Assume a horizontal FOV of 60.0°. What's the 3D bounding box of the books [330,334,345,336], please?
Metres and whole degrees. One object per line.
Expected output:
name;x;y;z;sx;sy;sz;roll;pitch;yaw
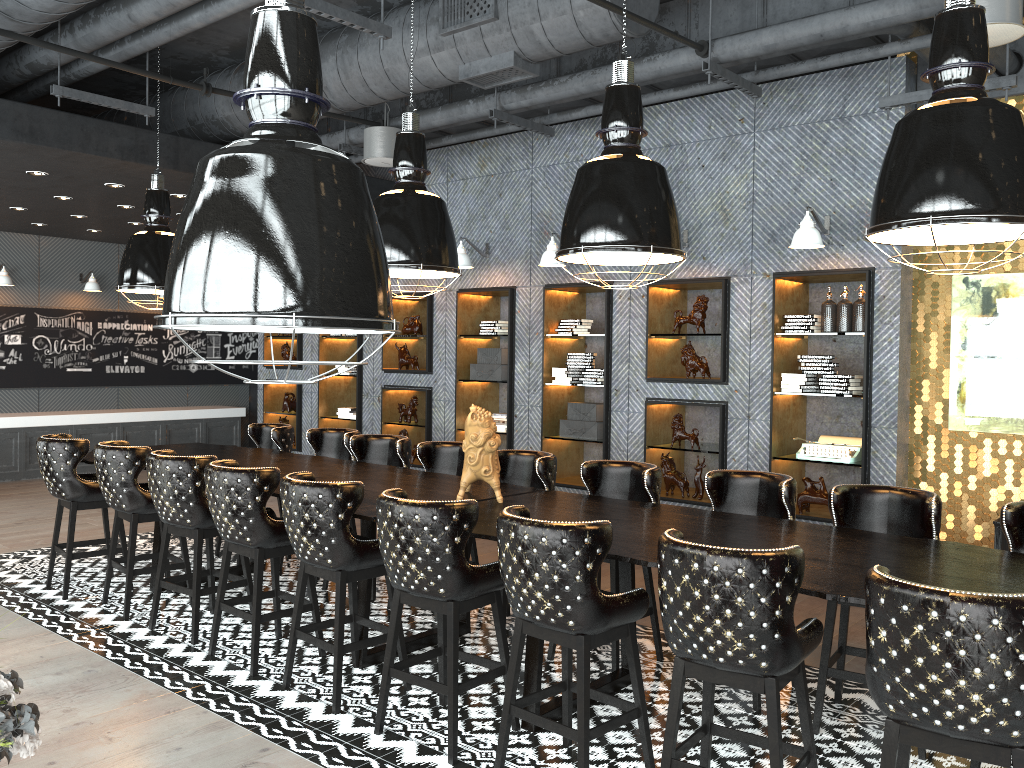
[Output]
books;-1.965;-0.571;10.295;0.245;0.028;0.193;3;3;44

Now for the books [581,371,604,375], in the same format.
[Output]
books;0.772;-0.098;8.005;0.245;0.028;0.193;2;2;30

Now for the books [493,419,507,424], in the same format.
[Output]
books;-0.087;0.365;8.663;0.197;0.023;0.248;0;2;-33

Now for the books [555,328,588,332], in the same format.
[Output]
books;0.545;-0.495;8.154;0.193;0.028;0.245;-1;2;-39

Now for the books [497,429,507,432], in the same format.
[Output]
books;-0.086;0.449;8.648;0.228;0.023;0.167;2;2;41

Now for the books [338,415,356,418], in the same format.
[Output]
books;-1.859;0.368;10.211;0.243;0.034;0.179;1;2;10

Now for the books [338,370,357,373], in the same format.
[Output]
books;-1.833;-0.147;10.134;0.245;0.028;0.193;-1;2;-41

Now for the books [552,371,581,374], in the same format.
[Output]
books;0.520;-0.106;8.125;0.245;0.028;0.193;-1;2;-37

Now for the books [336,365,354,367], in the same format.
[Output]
books;-1.871;-0.206;10.180;0.193;0.028;0.245;3;2;43

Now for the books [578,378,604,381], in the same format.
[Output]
books;0.750;-0.041;7.971;0.193;0.028;0.245;-1;2;-39

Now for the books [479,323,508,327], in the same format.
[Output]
books;-0.176;-0.582;8.808;0.193;0.028;0.245;-1;3;-44

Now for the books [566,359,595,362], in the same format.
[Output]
books;0.628;-0.216;8.106;0.245;0.028;0.193;1;2;10

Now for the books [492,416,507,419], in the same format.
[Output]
books;-0.077;0.322;8.653;0.206;0.020;0.197;2;2;42

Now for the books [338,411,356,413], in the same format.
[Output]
books;-1.862;0.315;10.231;0.175;0.024;0.243;2;2;32

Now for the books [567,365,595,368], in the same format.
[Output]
books;0.629;-0.158;8.074;0.245;0.028;0.193;1;2;9

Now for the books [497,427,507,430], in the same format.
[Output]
books;-0.087;0.429;8.657;0.158;0.021;0.224;-1;2;-41

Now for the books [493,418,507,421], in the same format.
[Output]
books;-0.058;0.344;8.670;0.247;0.023;0.244;2;2;25

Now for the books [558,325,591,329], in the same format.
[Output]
books;0.574;-0.522;8.156;0.193;0.028;0.245;-1;2;-42

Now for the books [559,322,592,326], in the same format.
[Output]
books;0.583;-0.551;8.161;0.245;0.028;0.193;2;2;32

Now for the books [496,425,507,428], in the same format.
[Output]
books;-0.088;0.407;8.658;0.228;0.022;0.202;3;3;43

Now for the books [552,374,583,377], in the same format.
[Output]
books;0.518;-0.079;8.169;0.245;0.028;0.193;-1;3;-44

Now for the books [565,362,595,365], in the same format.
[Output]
books;0.622;-0.187;8.068;0.245;0.028;0.193;1;2;12

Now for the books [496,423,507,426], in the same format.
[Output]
books;-0.090;0.387;8.651;0.264;0.019;0.205;2;2;39

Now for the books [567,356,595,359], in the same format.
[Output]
books;0.628;-0.244;8.086;0.245;0.028;0.193;1;2;1

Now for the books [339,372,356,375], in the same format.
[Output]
books;-1.843;-0.121;10.185;0.193;0.028;0.245;2;2;36

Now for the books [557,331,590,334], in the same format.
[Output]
books;0.566;-0.465;8.137;0.193;0.028;0.245;0;2;-34

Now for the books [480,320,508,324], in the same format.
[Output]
books;-0.158;-0.609;8.766;0.245;0.028;0.193;3;2;43

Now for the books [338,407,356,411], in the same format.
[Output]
books;-1.869;0.289;10.212;0.179;0.029;0.225;2;2;23

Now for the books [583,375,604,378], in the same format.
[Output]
books;0.799;-0.070;8.008;0.245;0.028;0.193;2;2;36

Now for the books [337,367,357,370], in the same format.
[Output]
books;-1.849;-0.177;10.176;0.193;0.028;0.245;2;2;40

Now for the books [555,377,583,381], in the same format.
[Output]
books;0.544;-0.049;8.123;0.193;0.028;0.245;2;2;39

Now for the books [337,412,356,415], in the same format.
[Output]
books;-1.876;0.339;10.213;0.227;0.024;0.166;2;2;27

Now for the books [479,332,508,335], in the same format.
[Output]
books;-0.174;-0.497;8.781;0.245;0.028;0.193;2;2;40

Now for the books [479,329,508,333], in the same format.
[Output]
books;-0.173;-0.524;8.767;0.193;0.028;0.245;-1;2;-39

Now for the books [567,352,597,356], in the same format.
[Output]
books;0.642;-0.272;8.092;0.245;0.028;0.193;1;2;15

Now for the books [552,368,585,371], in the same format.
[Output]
books;0.519;-0.135;8.152;0.245;0.028;0.193;-1;2;-43

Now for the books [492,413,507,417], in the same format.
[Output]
books;-0.066;0.300;8.673;0.212;0.024;0.185;2;2;35

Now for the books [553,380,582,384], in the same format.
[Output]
books;0.513;-0.022;8.150;0.193;0.028;0.245;2;2;33

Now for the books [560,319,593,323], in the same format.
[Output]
books;0.596;-0.579;8.163;0.245;0.028;0.193;2;2;40

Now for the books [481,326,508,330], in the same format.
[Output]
books;-0.156;-0.552;8.765;0.245;0.028;0.193;2;2;31
